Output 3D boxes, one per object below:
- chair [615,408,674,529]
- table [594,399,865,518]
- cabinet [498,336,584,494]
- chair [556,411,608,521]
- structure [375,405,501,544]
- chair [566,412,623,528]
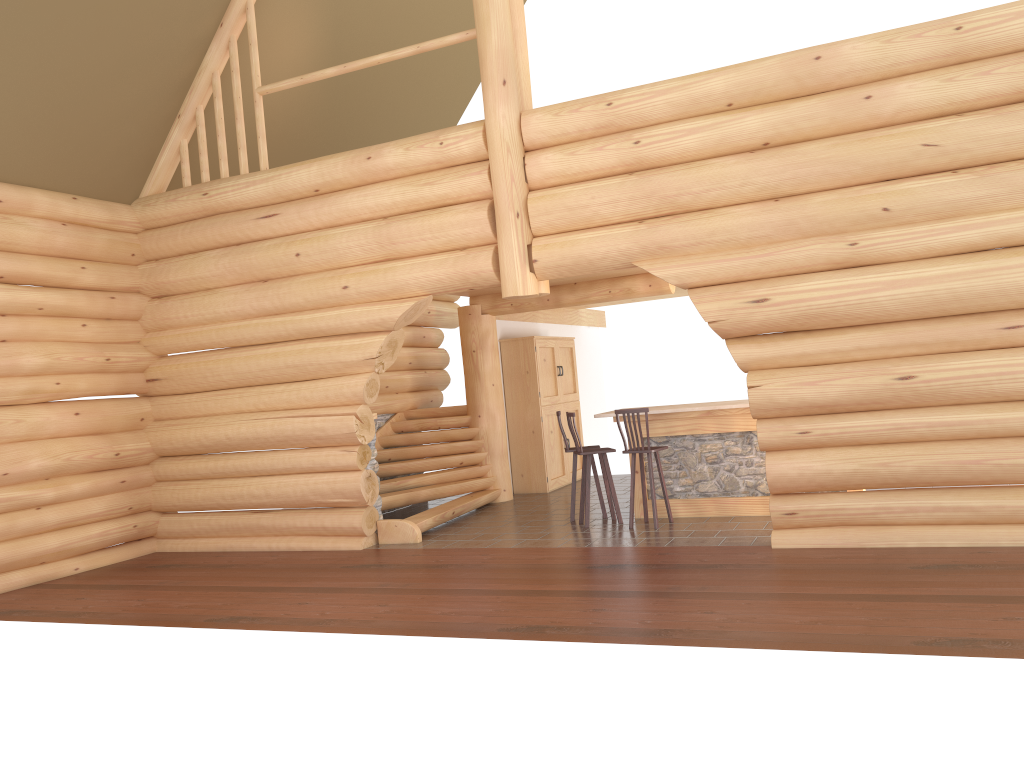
[{"bbox_3d":[1.479,0.916,9.852,0.406,1.319,0.504,-5,0,34],"label":"chair"},{"bbox_3d":[2.721,0.835,10.337,3.220,1.257,1.196,-5,0,24],"label":"table"},{"bbox_3d":[0.561,0.453,14.485,0.670,2.403,1.847,-5,0,24],"label":"cabinet"},{"bbox_3d":[0.848,0.972,10.792,0.504,1.319,0.406,-5,0,4],"label":"chair"},{"bbox_3d":[-1.508,1.028,12.071,1.951,1.643,3.604,-5,0,18],"label":"structure"},{"bbox_3d":[0.945,0.964,10.279,0.504,1.319,0.406,-5,0,-8],"label":"chair"}]
